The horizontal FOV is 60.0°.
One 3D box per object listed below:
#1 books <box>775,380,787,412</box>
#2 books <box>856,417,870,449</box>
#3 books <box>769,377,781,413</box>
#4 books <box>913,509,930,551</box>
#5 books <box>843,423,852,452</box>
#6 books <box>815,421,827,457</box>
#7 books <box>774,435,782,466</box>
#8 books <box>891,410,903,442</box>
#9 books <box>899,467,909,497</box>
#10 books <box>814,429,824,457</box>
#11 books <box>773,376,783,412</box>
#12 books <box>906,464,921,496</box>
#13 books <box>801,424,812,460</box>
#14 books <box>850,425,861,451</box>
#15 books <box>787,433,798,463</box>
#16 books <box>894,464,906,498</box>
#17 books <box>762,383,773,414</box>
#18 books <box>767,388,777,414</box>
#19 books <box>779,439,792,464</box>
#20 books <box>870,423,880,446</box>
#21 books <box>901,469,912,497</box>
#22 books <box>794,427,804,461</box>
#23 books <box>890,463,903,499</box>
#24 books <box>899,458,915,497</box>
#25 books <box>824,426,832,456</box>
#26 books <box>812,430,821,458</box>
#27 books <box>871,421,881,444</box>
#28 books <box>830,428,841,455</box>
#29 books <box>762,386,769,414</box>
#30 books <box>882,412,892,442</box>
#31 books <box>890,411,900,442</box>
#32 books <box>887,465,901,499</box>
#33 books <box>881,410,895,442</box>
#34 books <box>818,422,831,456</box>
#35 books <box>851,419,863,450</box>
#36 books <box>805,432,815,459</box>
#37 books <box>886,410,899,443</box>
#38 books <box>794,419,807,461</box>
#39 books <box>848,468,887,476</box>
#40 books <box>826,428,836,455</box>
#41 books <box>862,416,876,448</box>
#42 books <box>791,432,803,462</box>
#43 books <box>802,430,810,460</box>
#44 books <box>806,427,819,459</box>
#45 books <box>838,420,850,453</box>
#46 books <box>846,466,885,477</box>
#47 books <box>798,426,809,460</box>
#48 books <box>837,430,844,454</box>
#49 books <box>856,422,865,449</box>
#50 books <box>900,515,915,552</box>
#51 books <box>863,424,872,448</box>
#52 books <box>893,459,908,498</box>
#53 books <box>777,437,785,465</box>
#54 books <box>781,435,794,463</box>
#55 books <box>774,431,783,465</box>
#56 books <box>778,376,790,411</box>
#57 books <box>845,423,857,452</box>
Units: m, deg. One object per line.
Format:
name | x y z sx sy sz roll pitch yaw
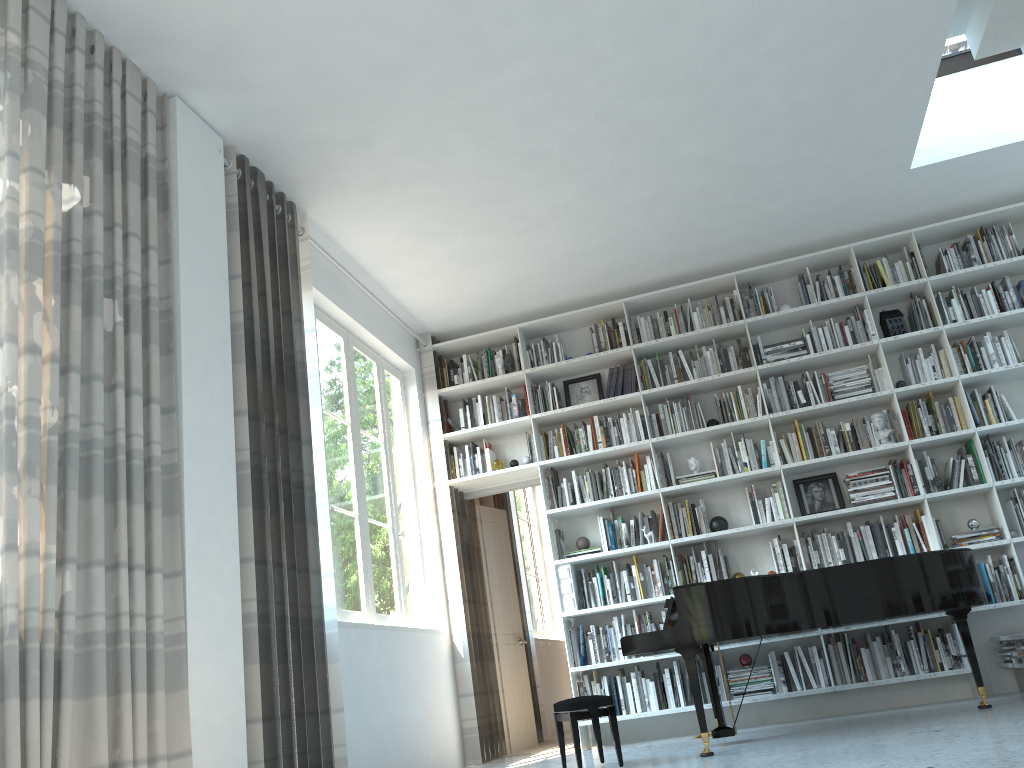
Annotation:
books | 1.945 0.121 6.402 0.025 0.265 0.186 -13 -19 12
books | 2.449 0.369 6.187 0.025 0.257 0.151 -13 -19 12
books | 1.907 0.117 6.423 0.026 0.296 0.180 -13 -19 12
books | 2.741 0.994 5.928 0.011 0.299 0.149 -13 -19 12
books | 2.344 0.405 6.210 0.010 0.233 0.175 -13 -19 12
books | 2.181 0.418 6.255 0.013 0.282 0.177 -13 -19 12
books | 1.896 0.501 6.325 0.012 0.253 0.161 -13 -19 12
books | 2.671 0.322 6.158 0.023 0.264 0.107 -13 -19 12
books | 2.665 0.693 6.046 0.013 0.231 0.134 -13 -19 12
books | 2.168 0.447 6.258 0.025 0.235 0.137 -13 -19 12
books | 1.930 0.111 6.438 0.014 0.312 0.134 -13 -19 12
books | 2.710 0.674 6.007 0.034 0.228 0.200 -13 -19 12
books | 2.082 0.439 6.268 0.010 0.280 0.171 -13 -19 12
books | 2.390 0.408 6.186 0.029 0.199 0.179 -13 -19 12
books | 1.999 0.482 6.305 0.026 0.247 0.139 -13 -19 12
books | 2.639 0.685 6.049 0.013 0.255 0.163 -13 -19 12
books | 1.859 0.144 6.431 0.026 0.266 0.171 -13 -19 12
books | 1.891 0.160 6.434 0.027 0.227 0.148 -13 -19 12
books | 1.945 0.505 6.291 0.053 0.208 0.156 -13 -19 12
books | 2.526 0.381 6.169 0.035 0.200 0.149 -13 -19 12
books | 2.681 0.696 6.038 0.021 0.216 0.132 -13 -19 12
books | 2.043 0.456 6.306 0.010 0.283 0.137 -13 -19 12
books | 2.614 0.685 6.045 0.011 0.260 0.185 -13 -19 12
books | 2.688 0.658 6.029 0.011 0.278 0.186 -13 -19 12
books | 2.224 0.428 6.253 0.011 0.250 0.131 -13 -19 12
books | 2.148 0.452 6.254 0.012 0.227 0.170 -13 -19 12
books | 2.547 0.350 6.182 0.014 0.262 0.135 -13 -19 12
books | 2.266 0.432 6.226 0.030 0.214 0.169 -13 -19 12
books | 1.845 0.157 6.443 0.012 0.253 0.161 -13 -19 12
books | 2.595 0.337 6.161 0.025 0.258 0.131 -13 -19 12
books | 2.652 0.326 6.155 0.014 0.260 0.137 -13 -19 12
books | 2.604 0.691 6.049 0.012 0.253 0.161 -13 -19 12
books | 2.620 0.326 6.169 0.025 0.278 0.108 -13 -19 12
books | 2.197 0.417 6.234 0.028 0.266 0.190 -13 -19 12
books | 2.404 0.379 6.179 0.012 0.244 0.186 -13 -19 12
books | 2.108 0.466 6.277 0.024 0.227 0.148 -13 -19 12
books | 2.635 0.323 6.147 0.014 0.265 0.154 -13 -19 12
books | 2.041 0.426 6.269 0.014 0.316 0.188 -13 -19 12
books | 2.442 0.625 6.120 0.254 0.012 0.161 -12 -20 10
books | 2.240 0.437 6.231 0.024 0.215 0.176 -13 -19 12
books | 2.495 0.361 6.187 0.024 0.258 0.127 -13 -19 12
books | 2.024 0.478 6.292 0.029 0.239 0.156 -13 -19 12
books | 2.080 0.463 6.281 0.010 0.244 0.150 -13 -19 12
books | 2.132 0.448 6.282 0.028 0.258 0.135 -13 -19 12
books | 2.332 0.397 6.220 0.014 0.257 0.162 -13 -19 12
books | 2.439 0.613 6.122 0.254 0.012 0.161 -14 -20 16
books | 2.057 0.446 6.257 0.015 0.265 0.189 -13 -19 12
books | 2.308 0.435 6.226 0.050 0.198 0.146 -13 -19 12
books | 2.432 0.393 6.206 0.025 0.229 0.143 -13 -19 12
books | 2.659 1.024 5.953 0.010 0.283 0.132 -13 -19 12
books | 2.479 0.393 6.189 0.022 0.206 0.114 -13 -19 12
books | 2.648 0.667 6.051 0.011 0.287 0.152 -13 -19 12
books | 1.920 0.507 6.325 0.011 0.234 0.142 -13 -19 12
books | 1.964 0.489 6.303 0.042 0.241 0.162 -13 -19 12
books | 1.907 0.488 6.336 0.010 0.281 0.140 -13 -19 12
books | 1.973 0.107 6.418 0.029 0.294 0.151 -13 -19 12
books | 2.360 0.402 6.194 0.029 0.223 0.186 -13 -19 12
